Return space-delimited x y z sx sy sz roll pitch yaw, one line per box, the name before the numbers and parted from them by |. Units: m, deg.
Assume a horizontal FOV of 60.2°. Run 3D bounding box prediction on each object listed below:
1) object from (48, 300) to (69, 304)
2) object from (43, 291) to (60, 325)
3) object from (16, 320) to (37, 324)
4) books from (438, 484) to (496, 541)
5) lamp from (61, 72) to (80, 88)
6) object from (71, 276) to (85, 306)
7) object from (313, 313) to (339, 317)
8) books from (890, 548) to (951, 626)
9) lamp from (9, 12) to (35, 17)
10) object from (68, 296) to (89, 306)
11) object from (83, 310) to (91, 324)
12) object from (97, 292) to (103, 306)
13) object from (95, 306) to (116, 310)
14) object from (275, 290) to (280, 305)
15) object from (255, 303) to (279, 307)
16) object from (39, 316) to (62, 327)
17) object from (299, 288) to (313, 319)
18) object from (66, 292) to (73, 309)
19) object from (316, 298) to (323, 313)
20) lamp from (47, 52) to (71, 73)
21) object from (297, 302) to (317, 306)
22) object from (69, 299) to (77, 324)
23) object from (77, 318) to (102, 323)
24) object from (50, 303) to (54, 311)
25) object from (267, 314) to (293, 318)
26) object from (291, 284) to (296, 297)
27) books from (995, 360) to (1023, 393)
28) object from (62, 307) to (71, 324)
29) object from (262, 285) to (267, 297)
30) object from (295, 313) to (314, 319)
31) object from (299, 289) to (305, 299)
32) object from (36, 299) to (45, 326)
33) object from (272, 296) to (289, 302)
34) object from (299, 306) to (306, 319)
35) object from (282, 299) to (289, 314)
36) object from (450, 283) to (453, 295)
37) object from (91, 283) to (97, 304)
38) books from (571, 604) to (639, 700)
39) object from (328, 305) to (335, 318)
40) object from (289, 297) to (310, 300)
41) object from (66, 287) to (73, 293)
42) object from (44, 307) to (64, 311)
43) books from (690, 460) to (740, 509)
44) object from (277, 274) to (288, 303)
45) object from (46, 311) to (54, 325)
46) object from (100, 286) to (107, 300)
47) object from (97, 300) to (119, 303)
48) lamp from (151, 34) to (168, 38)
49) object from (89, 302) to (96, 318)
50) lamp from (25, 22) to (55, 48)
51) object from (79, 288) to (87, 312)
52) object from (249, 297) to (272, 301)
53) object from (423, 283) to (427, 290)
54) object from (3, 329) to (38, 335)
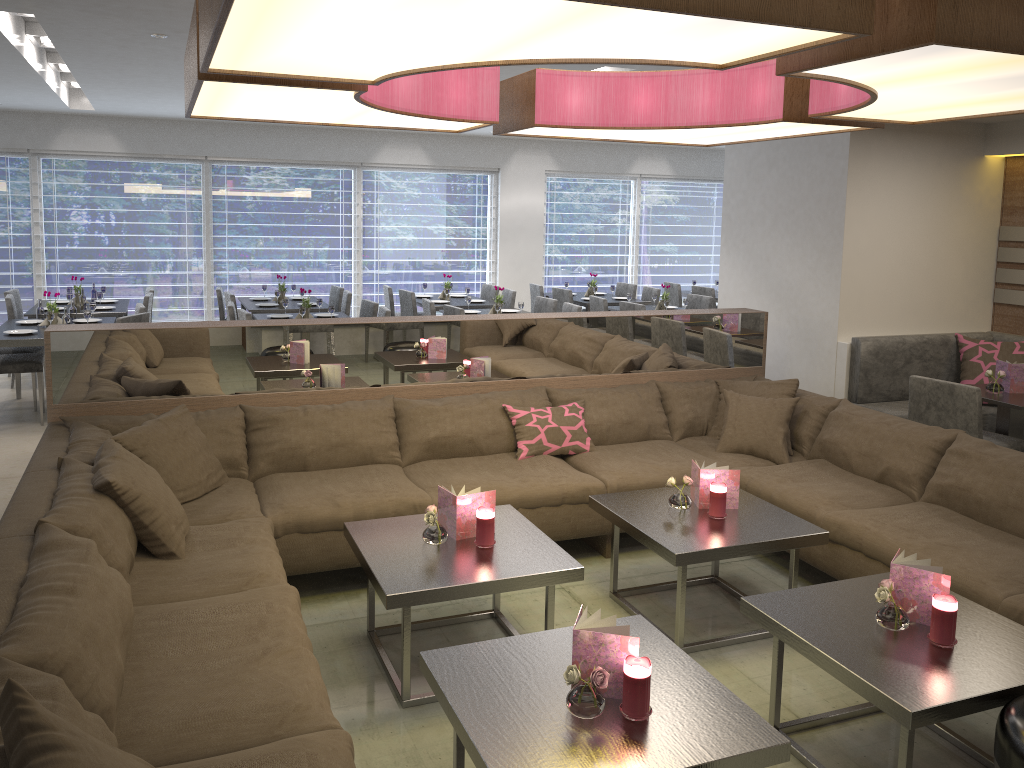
object | -4.190 -0.758 8.204 0.218 0.015 0.218 -9 15 -43
object | -3.418 -0.558 6.571 0.104 0.274 0.156 -2 8 -24
object | -3.685 -0.473 6.781 0.218 0.015 0.218 -8 14 -41
books | -0.155 0.461 3.134 0.259 0.163 0.144 7 10 32
lamp | -4.107 -2.857 8.347 0.227 0.100 0.493 -3 11 -21
object | -3.922 -0.843 7.994 0.104 0.274 0.156 -2 8 -24
object | -1.602 -0.590 7.612 0.217 0.015 0.219 -3 12 -22
books | 1.196 0.596 2.577 0.158 0.163 0.144 7 10 33
lamp | -2.804 -2.204 5.106 0.227 0.100 0.493 -3 11 -21
object | -3.952 -0.768 8.062 0.070 0.099 0.204 7 12 37
object | -3.139 -0.477 6.541 0.053 0.138 0.054 5 8 26
object | -3.698 -0.758 7.937 0.053 0.138 0.054 5 8 26
object | -3.615 -0.669 7.807 0.218 0.015 0.218 -9 15 -43
object | -2.245 -0.830 8.465 0.053 0.138 0.054 5 8 26
object | -2.306 -0.743 8.330 0.217 0.015 0.219 -3 12 -22
object | -3.448 -0.483 6.639 0.070 0.099 0.204 7 12 37
object | -1.693 -0.655 7.259 0.104 0.274 0.156 -2 8 -24
object | -3.903 -0.737 7.803 0.053 0.138 0.054 5 8 26
object | -1.685 -0.678 7.739 0.053 0.138 0.054 5 8 26
lamp | -3.694 -2.650 7.321 0.227 0.100 0.493 -3 11 -21
object | -1.948 -0.763 8.472 0.217 0.015 0.219 -3 12 -22
object | -3.337 -0.546 6.723 0.052 0.199 0.052 4 7 20
object | -3.327 -0.493 6.924 0.218 0.015 0.218 -8 14 -41
object | -3.624 -0.569 6.965 0.053 0.138 0.054 5 8 26
object | -1.961 -0.569 7.470 0.217 0.015 0.219 -3 12 -22
object | -2.254 -0.959 9.130 0.053 0.138 0.054 4 8 20
books | 2.724 -0.037 4.769 0.157 0.163 0.144 1 8 -2
object | -3.130 -0.443 6.209 0.052 0.199 0.052 4 7 20
object | -2.525 -0.943 9.022 0.053 0.138 0.054 5 8 26
object | -1.723 -0.579 7.327 0.070 0.099 0.204 7 12 37
object | -2.040 -0.851 8.598 0.053 0.138 0.054 4 8 20
object | -3.558 -0.541 6.670 0.052 0.199 0.052 4 7 20
object | -2.285 -0.862 8.727 0.070 0.099 0.204 7 12 37
object | -1.676 -0.549 7.073 0.053 0.138 0.054 5 8 26
object | -1.956 -0.663 7.630 0.053 0.138 0.054 5 8 26
object | -0.679 -1.047 9.759 0.053 0.138 0.054 4 8 20
object | -3.859 -0.835 8.162 0.052 0.199 0.052 6 8 32
books | 0.236 0.656 2.163 0.157 0.163 0.144 3 9 13
object | -1.471 -0.571 7.206 0.053 0.138 0.054 5 8 26
object | -2.165 -0.872 9.012 0.217 0.015 0.219 -3 12 -22
object | -4.183 -0.850 8.361 0.053 0.138 0.054 5 8 26
object | -3.973 -0.649 7.664 0.218 0.015 0.218 -9 15 -43
books | 0.811 0.403 3.539 0.157 0.163 0.144 1 8 -2
object | -2.255 -0.937 8.659 0.104 0.274 0.156 -2 8 -24
object | -3.344 -0.456 6.407 0.053 0.138 0.054 5 8 26
object | -3.912 -0.866 8.469 0.053 0.138 0.054 5 8 26
object | -3.832 -0.778 8.347 0.218 0.015 0.218 -9 15 -43
lamp | -1.983 -1.955 4.970 0.089 0.007 0.090 6 12 23
object | -3.353 -0.584 7.073 0.053 0.138 0.054 5 8 26
lamp | -3.227 -2.416 6.158 0.227 0.100 0.493 -3 11 -21
object | -3.692 -0.724 7.607 0.052 0.199 0.052 6 8 32
object | -2.523 -0.852 8.869 0.217 0.015 0.219 -3 12 -22
object | -0.950 -1.032 9.651 0.053 0.138 0.054 4 8 20
object | -3.468 -0.364 6.242 0.218 0.015 0.218 -8 14 -41
